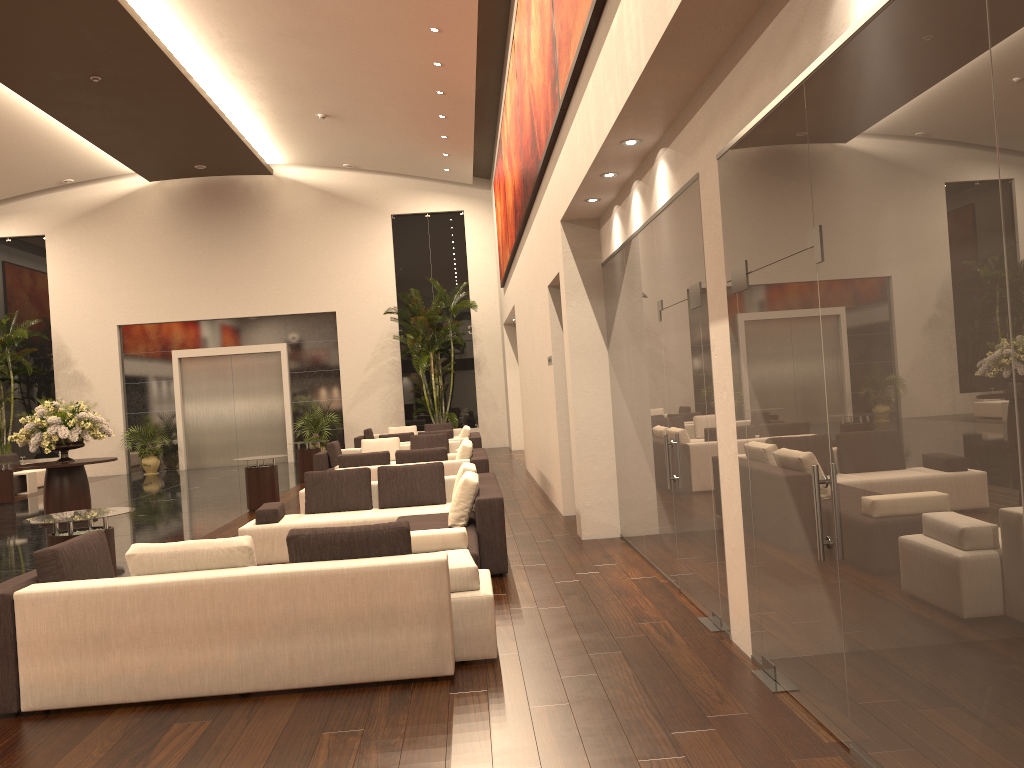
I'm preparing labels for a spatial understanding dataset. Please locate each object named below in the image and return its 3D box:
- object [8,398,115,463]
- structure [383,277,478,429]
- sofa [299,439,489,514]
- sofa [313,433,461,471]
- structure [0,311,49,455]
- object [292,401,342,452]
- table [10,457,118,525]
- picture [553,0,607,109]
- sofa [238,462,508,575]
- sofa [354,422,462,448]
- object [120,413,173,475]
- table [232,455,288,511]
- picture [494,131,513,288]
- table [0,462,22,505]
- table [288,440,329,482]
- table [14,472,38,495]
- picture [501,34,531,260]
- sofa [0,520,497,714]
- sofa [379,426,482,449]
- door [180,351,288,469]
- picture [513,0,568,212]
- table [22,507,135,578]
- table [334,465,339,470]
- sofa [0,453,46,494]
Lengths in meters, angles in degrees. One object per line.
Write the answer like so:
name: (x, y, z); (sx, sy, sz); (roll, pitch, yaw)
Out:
object: (-7.023, 0.676, 13.908); (1.402, 1.097, 1.453); (-4, 0, 43)
structure: (-1.968, -0.456, 23.216); (2.436, 4.611, 2.531); (-4, 0, -31)
sofa: (-1.665, 1.345, 13.422); (2.586, 0.862, 3.366); (-4, 0, -3)
sofa: (-2.089, 1.389, 16.022); (2.846, 0.862, 1.291); (-4, 0, -3)
structure: (-13.162, 0.313, 22.773); (2.436, 4.611, 2.531); (-4, 0, -31)
object: (-5.224, 1.238, 23.540); (1.297, 1.682, 1.373); (-4, 0, 35)
table: (-6.980, 1.683, 13.903); (1.498, 0.921, 1.498); (-4, 0, -12)
picture: (0.543, -3.738, 4.664); (0.070, 2.526, 6.485); (-4, 0, -3)
sofa: (-1.370, 1.295, 8.080); (2.586, 0.862, 3.366); (-4, 0, -3)
sofa: (-2.382, 1.441, 21.687); (2.846, 0.862, 1.291); (-4, 0, -3)
object: (-9.543, 1.534, 23.366); (1.297, 1.682, 1.373); (-4, 0, 30)
table: (-3.849, 1.529, 13.665); (0.833, 0.795, 0.844); (-4, 0, -42)
picture: (-0.209, -3.604, 19.196); (0.070, 2.526, 4.515); (-4, 0, -3)
table: (-10.194, 1.989, 17.660); (0.833, 0.795, 0.844); (-4, 0, -42)
table: (-4.101, 1.571, 17.979); (0.833, 0.795, 0.844); (-4, 0, -42)
table: (-10.935, 2.223, 19.852); (0.400, 0.460, 0.400); (-4, 0, -3)
picture: (0.025, -3.646, 14.680); (0.070, 2.526, 4.515); (-4, 0, -3)
sofa: (-1.542, 1.292, 5.458); (2.846, 0.862, 1.291); (-4, 0, -3)
sofa: (-1.958, 1.397, 19.087); (2.586, 0.862, 3.366); (-4, 0, -3)
door: (-7.590, 0.718, 24.294); (2.767, 3.048, 0.040); (-4, 0, -3)
picture: (0.258, -3.687, 10.169); (0.070, 2.526, 4.515); (-4, 0, -3)
table: (-3.518, 1.471, 7.281); (0.833, 0.795, 0.844); (-4, 0, 36)
table: (-2.822, 1.638, 15.323); (0.400, 0.460, 0.400); (-4, 0, -3)
sofa: (-11.644, 2.073, 20.601); (1.291, 0.862, 2.846); (-4, 0, -3)
